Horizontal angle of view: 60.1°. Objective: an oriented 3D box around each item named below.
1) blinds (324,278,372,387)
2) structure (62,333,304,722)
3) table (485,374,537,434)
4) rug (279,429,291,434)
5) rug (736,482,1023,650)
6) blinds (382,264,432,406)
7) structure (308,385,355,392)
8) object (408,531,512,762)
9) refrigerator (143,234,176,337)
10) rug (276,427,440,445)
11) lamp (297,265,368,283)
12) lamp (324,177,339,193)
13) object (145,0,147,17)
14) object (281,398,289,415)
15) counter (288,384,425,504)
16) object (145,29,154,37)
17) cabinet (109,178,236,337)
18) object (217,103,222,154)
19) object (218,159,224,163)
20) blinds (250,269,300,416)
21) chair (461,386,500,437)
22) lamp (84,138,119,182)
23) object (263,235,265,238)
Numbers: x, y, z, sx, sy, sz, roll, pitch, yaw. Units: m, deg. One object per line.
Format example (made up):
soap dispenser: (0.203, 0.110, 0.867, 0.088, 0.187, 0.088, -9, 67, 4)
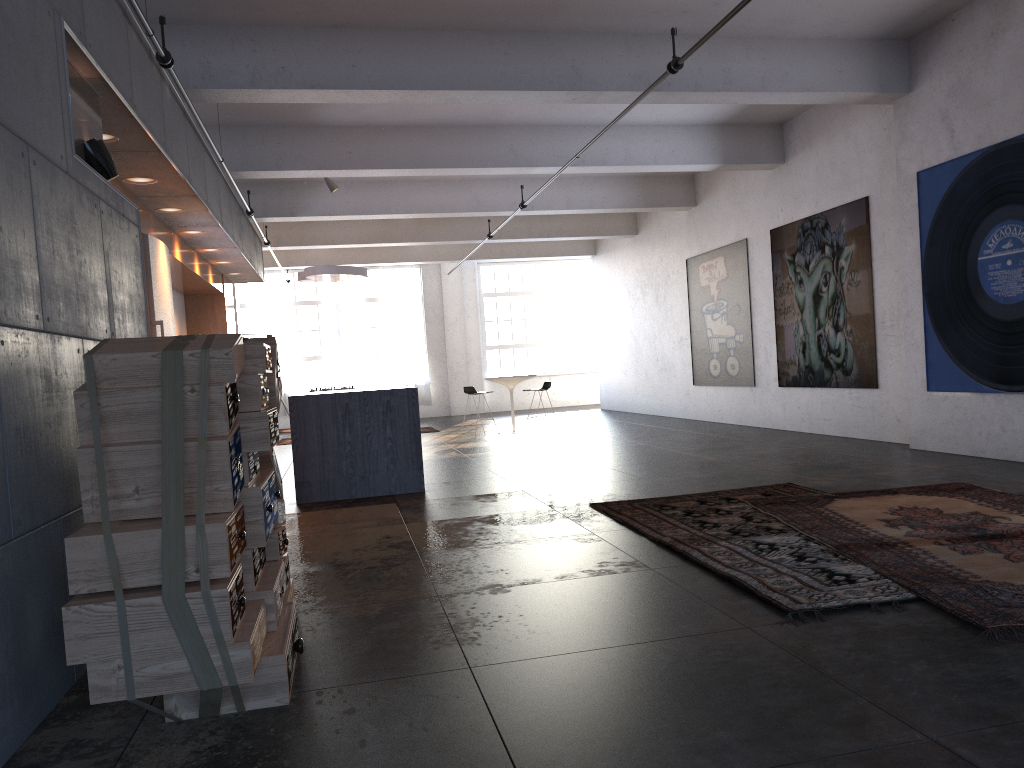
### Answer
blinds: (-3.942, -1.198, 21.188, 1.047, 3.701, 0.335, -5, 3, -16)
structure: (-1.201, 0.446, 3.585, 0.643, 1.316, 1.895, -4, 2, -11)
table: (0.004, 0.341, 14.880, 0.835, 0.952, 0.821, -4, 2, -12)
rug: (-3.880, 0.971, 20.223, 3.158, 0.009, 1.797, -4, 1, -13)
rug: (2.506, 0.808, 4.736, 1.880, 0.048, 3.513, -4, 1, -2)
blinds: (-2.601, -1.299, 21.506, 1.039, 3.755, 0.338, -5, 3, -15)
structure: (-2.081, 0.067, 10.240, 0.516, 0.072, 0.634, -4, 1, -12)
object: (-2.335, 1.244, 8.083, 19.913, 0.001, 26.948, -4, 1, -12)
refrigerator: (-3.215, -0.197, 8.094, 0.222, 2.193, 0.945, -5, 2, -14)
rug: (-2.879, 0.959, 16.696, 2.909, 0.029, 1.837, -4, 1, -12)
lamp: (-2.880, -1.701, 13.737, 1.059, 0.130, 1.026, -3, 1, 34)
lamp: (-2.492, -2.774, 12.188, 0.225, 0.287, 0.129, -5, 2, -29)
object: (-4.129, -0.008, 10.600, 0.058, 0.060, 0.051, -3, 2, 23)
object: (-5.199, 0.133, 18.893, 1.190, 1.921, 1.045, -4, 2, -12)
counter: (-2.017, 0.536, 11.218, 1.151, 0.972, 6.594, -4, 1, -11)
object: (-4.110, -0.010, 10.735, 0.064, 0.051, 0.052, -4, 2, -20)
cabinet: (-4.713, -0.226, 9.757, 2.399, 2.564, 8.030, -4, 1, -11)
object: (-4.082, 0.031, 10.691, 0.050, 0.053, 0.064, -3, 2, 26)
object: (-4.125, 0.037, 10.726, 0.052, 0.053, 0.062, -4, 2, -5)
blinds: (-5.609, -1.069, 20.808, 1.041, 3.678, 0.357, -4, 3, -14)
chair: (-0.541, 0.475, 14.428, 0.514, 0.896, 0.454, -5, 3, -35)
lamp: (-2.140, -1.130, 4.547, 0.215, 0.259, 0.168, -5, 2, -31)
object: (-4.426, 0.692, 4.205, 0.950, 1.215, 13.162, -4, 1, 0)
